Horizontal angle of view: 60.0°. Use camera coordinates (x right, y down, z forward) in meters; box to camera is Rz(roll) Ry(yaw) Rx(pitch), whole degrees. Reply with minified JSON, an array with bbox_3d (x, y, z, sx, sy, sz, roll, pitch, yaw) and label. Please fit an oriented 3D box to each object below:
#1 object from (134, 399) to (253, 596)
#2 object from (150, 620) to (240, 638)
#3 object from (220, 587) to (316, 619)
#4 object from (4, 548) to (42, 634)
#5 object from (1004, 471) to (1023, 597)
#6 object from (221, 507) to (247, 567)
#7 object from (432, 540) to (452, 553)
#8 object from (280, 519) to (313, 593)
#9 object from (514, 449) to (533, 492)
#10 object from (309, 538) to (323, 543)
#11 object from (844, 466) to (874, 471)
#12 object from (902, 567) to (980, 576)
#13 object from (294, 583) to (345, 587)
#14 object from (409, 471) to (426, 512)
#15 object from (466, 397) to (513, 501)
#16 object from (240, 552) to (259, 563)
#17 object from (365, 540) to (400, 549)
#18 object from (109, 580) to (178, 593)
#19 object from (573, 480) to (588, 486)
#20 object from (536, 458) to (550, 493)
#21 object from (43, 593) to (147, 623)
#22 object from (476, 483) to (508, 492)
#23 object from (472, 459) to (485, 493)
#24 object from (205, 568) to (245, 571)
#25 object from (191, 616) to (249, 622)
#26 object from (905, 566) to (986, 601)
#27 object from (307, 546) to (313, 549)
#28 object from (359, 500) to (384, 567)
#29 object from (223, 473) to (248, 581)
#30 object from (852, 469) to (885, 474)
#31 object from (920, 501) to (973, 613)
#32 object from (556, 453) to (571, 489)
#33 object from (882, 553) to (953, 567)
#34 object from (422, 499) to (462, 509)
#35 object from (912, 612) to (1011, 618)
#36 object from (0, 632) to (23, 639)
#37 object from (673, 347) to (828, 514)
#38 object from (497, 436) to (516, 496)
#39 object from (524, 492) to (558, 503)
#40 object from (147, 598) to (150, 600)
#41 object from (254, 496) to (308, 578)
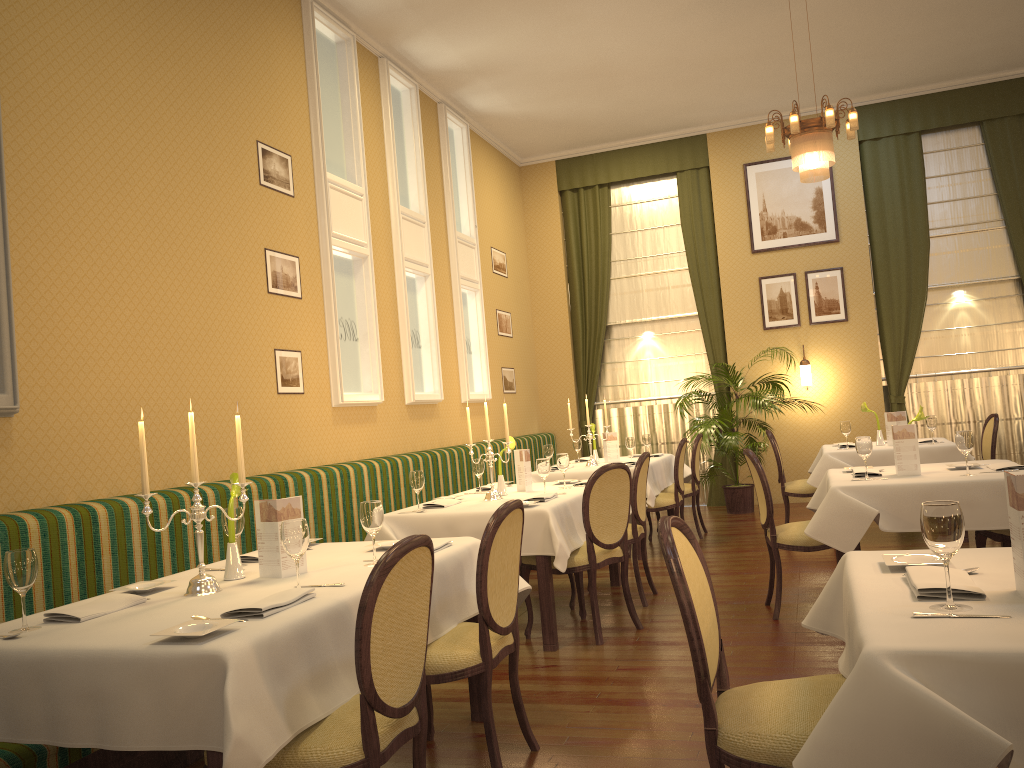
[{"bbox_3d":[-1.048,0.368,2.945,0.131,0.655,0.390,-6,-3,38],"label":"object"},{"bbox_3d":[-0.810,0.636,2.274,0.160,0.024,0.160,-6,-2,19],"label":"object"},{"bbox_3d":[-0.703,0.636,2.576,0.142,0.033,0.273,-6,-2,19],"label":"object"},{"bbox_3d":[-1.407,0.593,2.551,0.088,0.229,0.088,-4,-2,-23],"label":"object"},{"bbox_3d":[1.144,0.334,1.947,0.081,0.277,0.166,-4,-2,-25],"label":"object"},{"bbox_3d":[-1.090,0.601,3.478,0.088,0.229,0.088,-4,-2,-23],"label":"object"},{"bbox_3d":[-0.350,0.643,3.459,0.142,0.024,0.273,-6,-2,19],"label":"object"},{"bbox_3d":[-0.672,0.539,2.767,0.088,0.229,0.088,-4,-2,-23],"label":"object"},{"bbox_3d":[0.089,0.569,5.827,0.081,0.277,0.166,-4,-2,-20],"label":"object"},{"bbox_3d":[-0.947,0.710,3.930,0.160,0.024,0.160,-6,-2,19],"label":"object"},{"bbox_3d":[2.057,0.508,5.261,0.160,0.024,0.160,-6,-2,19],"label":"object"},{"bbox_3d":[1.095,0.480,2.268,0.181,0.015,0.038,-6,-2,20],"label":"object"},{"bbox_3d":[-0.622,0.648,2.858,0.185,0.010,0.017,-6,-2,19],"label":"object"},{"bbox_3d":[-0.543,0.617,5.113,0.088,0.229,0.088,-4,-2,-23],"label":"object"},{"bbox_3d":[-0.141,0.386,5.457,0.390,0.655,0.131,-6,-3,33],"label":"object"},{"bbox_3d":[-1.005,0.702,3.666,0.142,0.033,0.273,-6,-2,19],"label":"object"},{"bbox_3d":[-0.495,0.660,3.619,0.160,0.024,0.160,-6,-2,19],"label":"object"},{"bbox_3d":[-1.264,0.703,3.048,0.160,0.024,0.160,-6,-2,19],"label":"object"},{"bbox_3d":[0.514,0.667,6.021,0.142,0.024,0.273,-6,-2,19],"label":"object"},{"bbox_3d":[0.193,0.563,5.329,0.088,0.229,0.088,-4,-2,-23],"label":"object"},{"bbox_3d":[-1.280,0.690,2.735,0.142,0.033,0.273,-6,-2,19],"label":"object"},{"bbox_3d":[-0.140,0.726,6.228,0.142,0.033,0.273,-6,-2,19],"label":"object"},{"bbox_3d":[-0.225,0.625,6.040,0.088,0.229,0.088,-4,-2,-29],"label":"object"},{"bbox_3d":[-1.099,0.709,3.392,0.185,0.010,0.017,-6,-2,20],"label":"object"},{"bbox_3d":[-0.806,0.646,2.438,0.181,0.015,0.038,-6,-2,20],"label":"object"},{"bbox_3d":[1.027,0.473,2.115,0.142,0.033,0.273,-6,-2,19],"label":"object"},{"bbox_3d":[-0.936,0.709,3.818,0.181,0.015,0.038,-6,-2,20],"label":"object"},{"bbox_3d":[-0.506,0.543,3.228,0.088,0.229,0.088,-4,-2,-23],"label":"object"},{"bbox_3d":[-1.005,0.511,3.217,0.076,0.375,0.163,-5,-2,0],"label":"object"},{"bbox_3d":[2.067,0.507,5.149,0.181,0.015,0.038,-6,-2,20],"label":"object"},{"bbox_3d":[0.942,0.372,1.928,0.088,0.229,0.088,-4,-2,-23],"label":"object"},{"bbox_3d":[0.336,0.568,5.783,0.088,0.229,0.088,-4,-2,-23],"label":"object"},{"bbox_3d":[1.085,0.481,2.380,0.160,0.024,0.160,-6,-2,19],"label":"object"},{"bbox_3d":[-0.415,0.714,5.297,0.142,0.033,0.273,-6,-2,19],"label":"object"},{"bbox_3d":[0.932,0.480,1.842,0.185,0.010,0.017,-6,-2,20],"label":"object"},{"bbox_3d":[-1.432,0.699,2.465,0.181,0.015,0.038,-6,-2,20],"label":"object"},{"bbox_3d":[2.525,0.511,9.757,1.496,1.807,1.552,-5,-2,-1],"label":"object"},{"bbox_3d":[-0.045,0.522,5.651,0.163,0.375,0.076,-7,-3,40],"label":"object"},{"bbox_3d":[0.162,0.660,5.138,0.142,0.033,0.273,-6,-2,19],"label":"object"},{"bbox_3d":[-1.261,0.704,2.914,0.185,0.010,0.017,-6,-2,20],"label":"object"},{"bbox_3d":[-0.820,0.543,3.133,0.166,0.277,0.081,-4,-2,-10],"label":"object"}]
